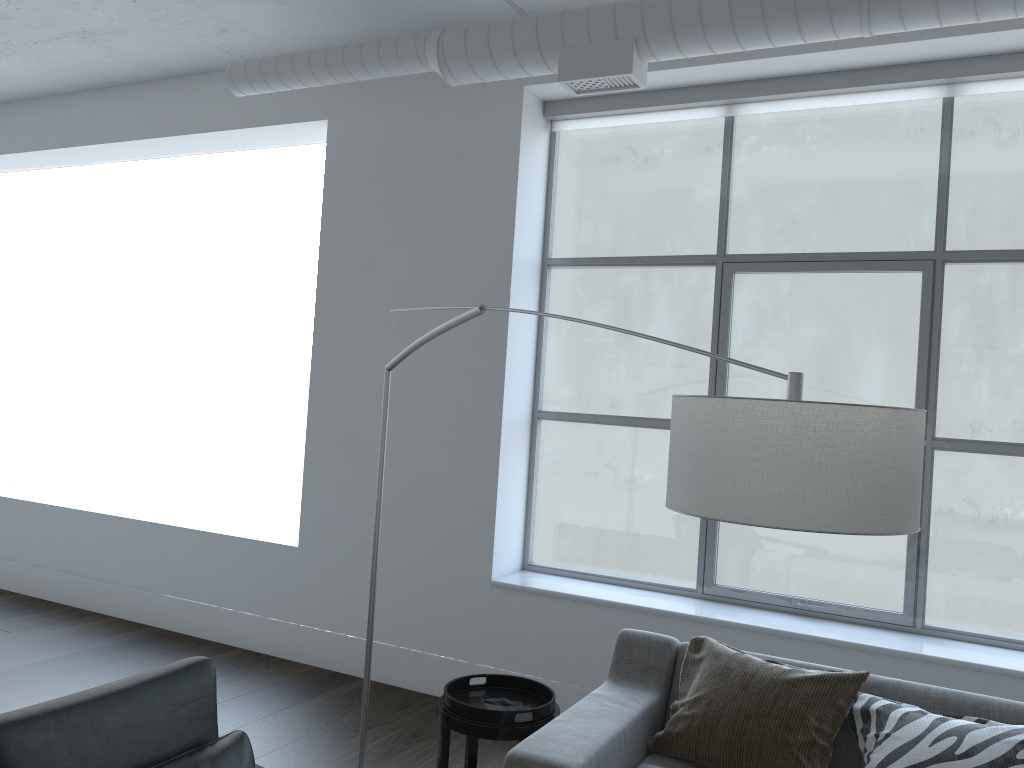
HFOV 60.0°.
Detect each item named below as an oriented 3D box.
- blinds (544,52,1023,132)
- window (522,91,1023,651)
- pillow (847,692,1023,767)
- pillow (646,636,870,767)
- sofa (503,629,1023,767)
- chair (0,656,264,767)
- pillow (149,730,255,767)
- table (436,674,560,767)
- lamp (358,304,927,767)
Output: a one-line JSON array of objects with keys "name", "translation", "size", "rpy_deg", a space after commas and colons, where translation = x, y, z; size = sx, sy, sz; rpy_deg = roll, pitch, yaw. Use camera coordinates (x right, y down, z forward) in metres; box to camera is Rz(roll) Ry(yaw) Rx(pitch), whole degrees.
[{"name": "blinds", "translation": [1.784, -1.246, 3.620], "size": [3.613, 0.130, 0.086], "rpy_deg": [3, -1, 27]}, {"name": "window", "translation": [2.157, -0.119, 3.445], "size": [4.566, 2.340, 0.107], "rpy_deg": [3, -1, 27]}, {"name": "pillow", "translation": [1.160, 1.044, 2.368], "size": [0.578, 0.283, 0.346], "rpy_deg": [3, -1, 27]}, {"name": "pillow", "translation": [0.710, 0.988, 2.648], "size": [0.597, 0.338, 0.298], "rpy_deg": [3, -1, 37]}, {"name": "sofa", "translation": [1.303, 1.224, 2.141], "size": [2.541, 0.684, 0.991], "rpy_deg": [3, -1, 27]}, {"name": "chair", "translation": [-0.615, 1.087, 1.920], "size": [0.983, 0.698, 0.678], "rpy_deg": [3, -1, 27]}, {"name": "pillow", "translation": [-0.784, 1.031, 2.016], "size": [0.246, 0.293, 0.612], "rpy_deg": [3, -1, 27]}, {"name": "table", "translation": [-0.055, 1.220, 2.745], "size": [0.379, 0.536, 0.379], "rpy_deg": [3, -2, 44]}, {"name": "lamp", "translation": [0.048, 0.613, 2.333], "size": [0.432, 1.738, 2.162], "rpy_deg": [4, -1, -29]}]
